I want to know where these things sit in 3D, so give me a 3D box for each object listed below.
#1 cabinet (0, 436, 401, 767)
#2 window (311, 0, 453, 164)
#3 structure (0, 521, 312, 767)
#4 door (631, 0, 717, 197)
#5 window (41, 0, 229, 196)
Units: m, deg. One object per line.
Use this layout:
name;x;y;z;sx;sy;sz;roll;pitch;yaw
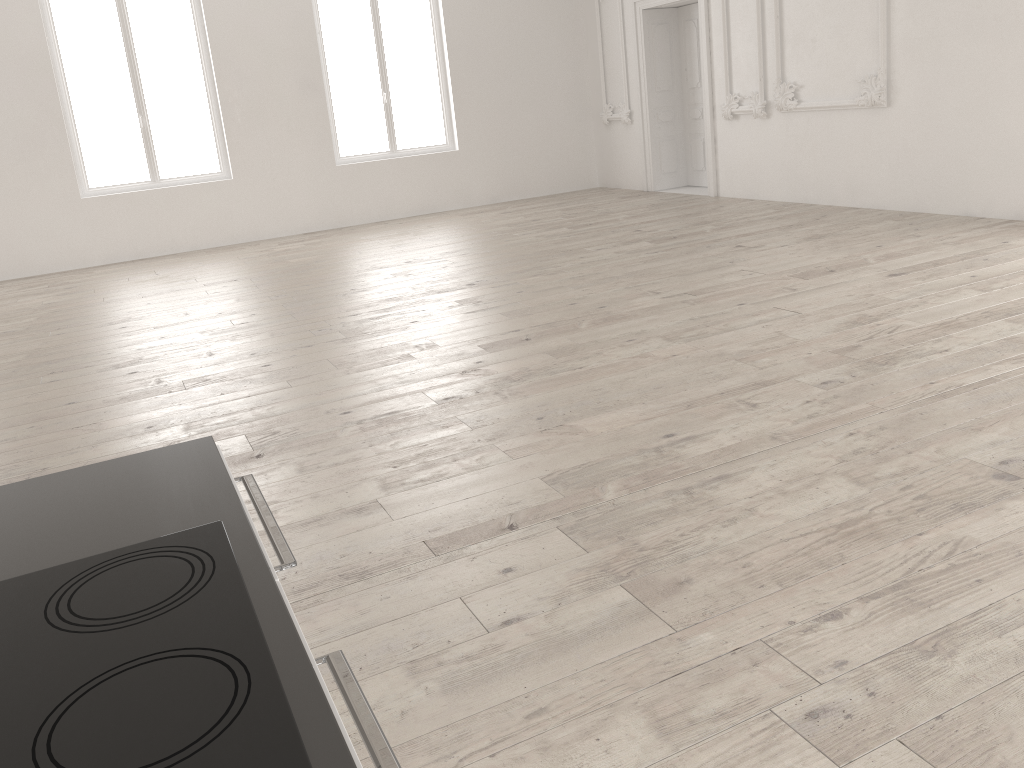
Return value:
cabinet;-1.154;1.098;0.120;2.723;0.865;2.496;-14;19;-23
window;-1.744;-4.385;11.992;1.736;2.532;0.071;-13;15;-24
structure;-0.505;0.320;0.874;0.509;0.020;0.637;-14;19;-23
door;2.348;-3.825;11.566;0.658;2.544;1.582;-12;16;-23
window;-4.553;-3.687;10.750;1.736;2.532;0.071;-13;15;-24
